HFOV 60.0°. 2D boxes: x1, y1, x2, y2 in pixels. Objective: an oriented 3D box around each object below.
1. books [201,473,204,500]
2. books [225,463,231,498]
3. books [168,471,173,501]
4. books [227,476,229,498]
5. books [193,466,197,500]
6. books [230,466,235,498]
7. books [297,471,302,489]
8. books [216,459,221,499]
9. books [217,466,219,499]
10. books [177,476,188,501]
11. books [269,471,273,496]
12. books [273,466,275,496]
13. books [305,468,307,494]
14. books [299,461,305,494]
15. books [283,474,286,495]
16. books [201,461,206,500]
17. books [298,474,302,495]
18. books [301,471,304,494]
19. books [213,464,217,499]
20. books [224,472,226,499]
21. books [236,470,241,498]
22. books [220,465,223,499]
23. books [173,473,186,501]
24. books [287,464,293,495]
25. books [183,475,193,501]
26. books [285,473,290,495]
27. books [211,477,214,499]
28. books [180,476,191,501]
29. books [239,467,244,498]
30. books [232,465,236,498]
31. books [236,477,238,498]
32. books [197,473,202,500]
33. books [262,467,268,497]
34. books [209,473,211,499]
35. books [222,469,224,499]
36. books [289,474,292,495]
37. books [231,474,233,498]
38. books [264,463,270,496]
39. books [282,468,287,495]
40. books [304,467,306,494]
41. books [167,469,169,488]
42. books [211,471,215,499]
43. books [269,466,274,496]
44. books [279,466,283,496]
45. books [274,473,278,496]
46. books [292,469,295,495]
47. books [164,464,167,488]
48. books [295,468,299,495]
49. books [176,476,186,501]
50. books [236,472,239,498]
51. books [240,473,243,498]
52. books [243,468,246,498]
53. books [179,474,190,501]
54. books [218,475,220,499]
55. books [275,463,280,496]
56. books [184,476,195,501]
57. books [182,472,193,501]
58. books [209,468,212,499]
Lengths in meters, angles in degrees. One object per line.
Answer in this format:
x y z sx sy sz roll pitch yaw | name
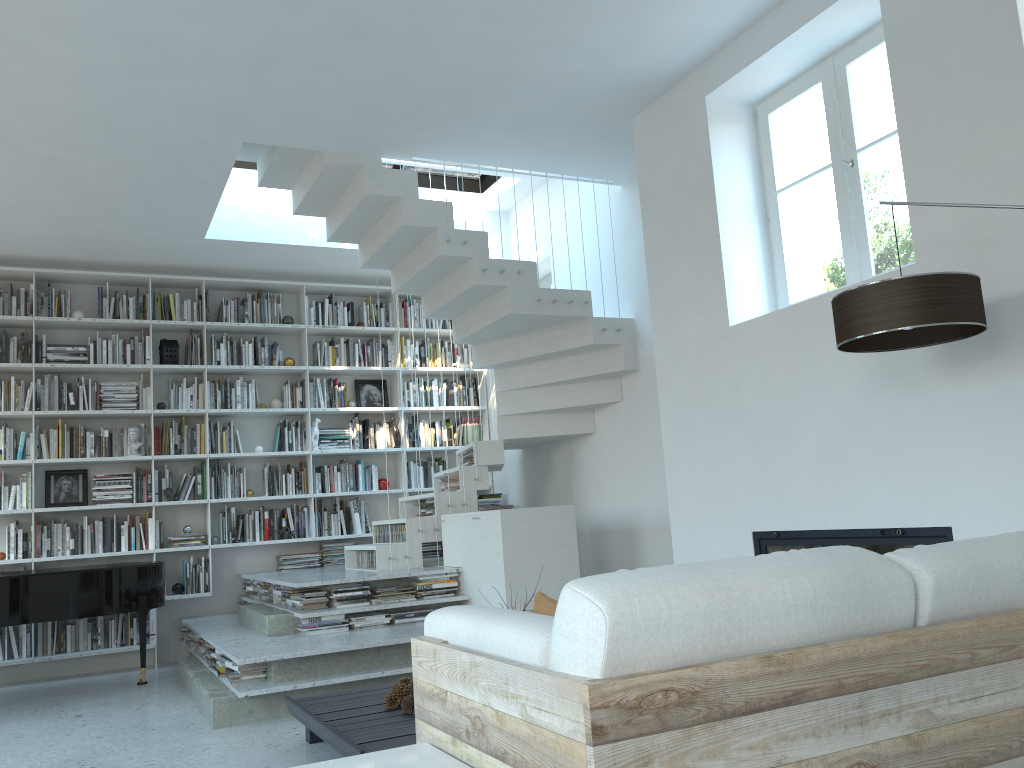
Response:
-2.576 0.855 7.351 0.021 0.226 0.148 0 -9 -26 | books
-2.383 0.819 7.443 0.014 0.296 0.175 0 -9 -26 | books
-2.799 0.846 7.260 0.035 0.248 0.141 0 -9 -26 | books
-2.392 0.874 7.431 0.013 0.186 0.184 0 -9 -26 | books
-2.623 0.827 7.344 0.013 0.285 0.139 0 -9 -26 | books
-2.355 0.835 7.460 0.012 0.266 0.183 0 -9 -26 | books
-1.852 0.868 7.714 0.016 0.205 0.141 0 -9 -26 | books
-2.461 0.801 7.438 0.007 0.341 0.149 0 -9 -26 | books
-2.469 0.828 7.410 0.006 0.281 0.155 0 -9 -26 | books
-2.712 0.864 7.274 0.089 0.210 0.176 0 -9 -26 | books
-2.074 0.859 7.589 0.016 0.215 0.178 0 -9 -26 | books
-2.057 0.840 7.615 0.008 0.258 0.158 0 -9 -26 | books
-1.814 0.855 7.750 0.007 0.235 0.132 0 -9 -26 | books
-1.825 0.820 7.715 0.007 0.295 0.162 0 -9 -26 | books
-1.977 0.875 7.625 0.018 0.182 0.182 0 -9 -26 | books
-2.562 0.806 7.363 0.014 0.324 0.183 0 -9 -26 | books
-1.853 0.875 7.680 0.016 0.180 0.189 0 -9 -26 | books
-1.834 0.867 7.711 0.013 0.203 0.159 0 -9 -26 | books
-2.480 0.822 7.407 0.018 0.294 0.177 0 -9 -26 | books
-2.412 0.853 7.416 0.011 0.226 0.188 0 -9 -26 | books
-2.311 0.850 7.486 0.015 0.238 0.176 0 -9 -26 | books
-2.437 0.826 7.418 0.005 0.283 0.159 0 -9 -26 | books
-2.727 0.854 7.264 0.095 0.228 0.190 0 -9 -26 | books
-1.922 0.831 7.670 0.006 0.274 0.173 0 -9 -26 | books
-2.681 0.865 7.316 0.090 0.214 0.139 0 -9 -26 | books
-1.945 0.871 7.653 0.015 0.194 0.176 0 -9 -26 | books
-2.504 0.875 7.392 0.015 0.188 0.168 0 -9 -26 | books
-2.695 0.866 7.300 0.090 0.211 0.143 0 -9 -26 | books
-2.287 0.839 7.501 0.014 0.260 0.142 0 -9 -26 | books
-2.345 0.829 7.484 0.006 0.284 0.160 0 -9 -26 | books
-2.332 0.881 7.480 0.013 0.179 0.140 0 -9 -26 | books
-2.593 0.855 7.330 0.029 0.222 0.171 0 -9 -26 | books
-2.111 0.844 7.590 0.019 0.251 0.130 0 -9 -26 | books
-2.524 0.856 7.382 0.012 0.226 0.147 0 -9 -26 | books
-2.428 0.844 7.422 0.013 0.248 0.165 0 -9 -26 | books
-1.928 0.876 7.656 0.019 0.182 0.191 0 -9 -26 | books
-2.369 0.868 7.460 0.013 0.203 0.167 0 -9 -26 | books
-2.102 0.828 7.611 0.016 0.289 0.131 0 -9 -26 | books
-1.976 0.849 7.664 0.030 0.244 0.136 0 -9 -26 | books
-1.823 0.852 7.741 0.019 0.240 0.134 0 -9 -26 | books
-2.820 0.837 7.251 0.012 0.265 0.157 0 -9 -26 | books
-2.498 0.852 7.409 0.011 0.239 0.136 0 -9 -26 | books
-2.067 0.839 7.611 0.015 0.262 0.150 0 -9 -26 | books
-1.996 0.841 7.622 0.018 0.250 0.184 0 -9 -26 | books
-2.045 0.869 7.638 0.031 0.208 0.122 0 -9 -26 | books
-1.909 0.853 7.672 0.018 0.229 0.182 0 -9 -26 | books
-2.829 0.816 7.240 0.013 0.306 0.141 0 -9 -26 | books
-1.883 0.854 7.699 0.021 0.231 0.155 0 -9 -26 | books
-2.726 0.861 7.284 0.088 0.219 0.138 0 -9 -26 | books
-2.325 0.859 7.488 0.008 0.222 0.134 0 -9 -26 | books
-2.296 0.865 7.487 0.014 0.207 0.181 0 -9 -26 | books
-2.275 0.844 7.507 0.013 0.251 0.173 0 -9 -26 | books
-2.708 0.860 7.301 0.095 0.225 0.144 0 -9 -26 | books
-2.461 0.868 7.416 0.013 0.204 0.154 0 -9 -26 | books
-2.020 0.829 7.642 0.007 0.284 0.160 0 -9 -26 | books
-2.665 0.870 7.311 0.091 0.205 0.169 0 -9 -26 | books
-2.682 0.851 7.308 0.094 0.238 0.150 0 -9 -26 | books
-2.513 0.835 7.383 0.010 0.266 0.158 0 -9 -26 | books
